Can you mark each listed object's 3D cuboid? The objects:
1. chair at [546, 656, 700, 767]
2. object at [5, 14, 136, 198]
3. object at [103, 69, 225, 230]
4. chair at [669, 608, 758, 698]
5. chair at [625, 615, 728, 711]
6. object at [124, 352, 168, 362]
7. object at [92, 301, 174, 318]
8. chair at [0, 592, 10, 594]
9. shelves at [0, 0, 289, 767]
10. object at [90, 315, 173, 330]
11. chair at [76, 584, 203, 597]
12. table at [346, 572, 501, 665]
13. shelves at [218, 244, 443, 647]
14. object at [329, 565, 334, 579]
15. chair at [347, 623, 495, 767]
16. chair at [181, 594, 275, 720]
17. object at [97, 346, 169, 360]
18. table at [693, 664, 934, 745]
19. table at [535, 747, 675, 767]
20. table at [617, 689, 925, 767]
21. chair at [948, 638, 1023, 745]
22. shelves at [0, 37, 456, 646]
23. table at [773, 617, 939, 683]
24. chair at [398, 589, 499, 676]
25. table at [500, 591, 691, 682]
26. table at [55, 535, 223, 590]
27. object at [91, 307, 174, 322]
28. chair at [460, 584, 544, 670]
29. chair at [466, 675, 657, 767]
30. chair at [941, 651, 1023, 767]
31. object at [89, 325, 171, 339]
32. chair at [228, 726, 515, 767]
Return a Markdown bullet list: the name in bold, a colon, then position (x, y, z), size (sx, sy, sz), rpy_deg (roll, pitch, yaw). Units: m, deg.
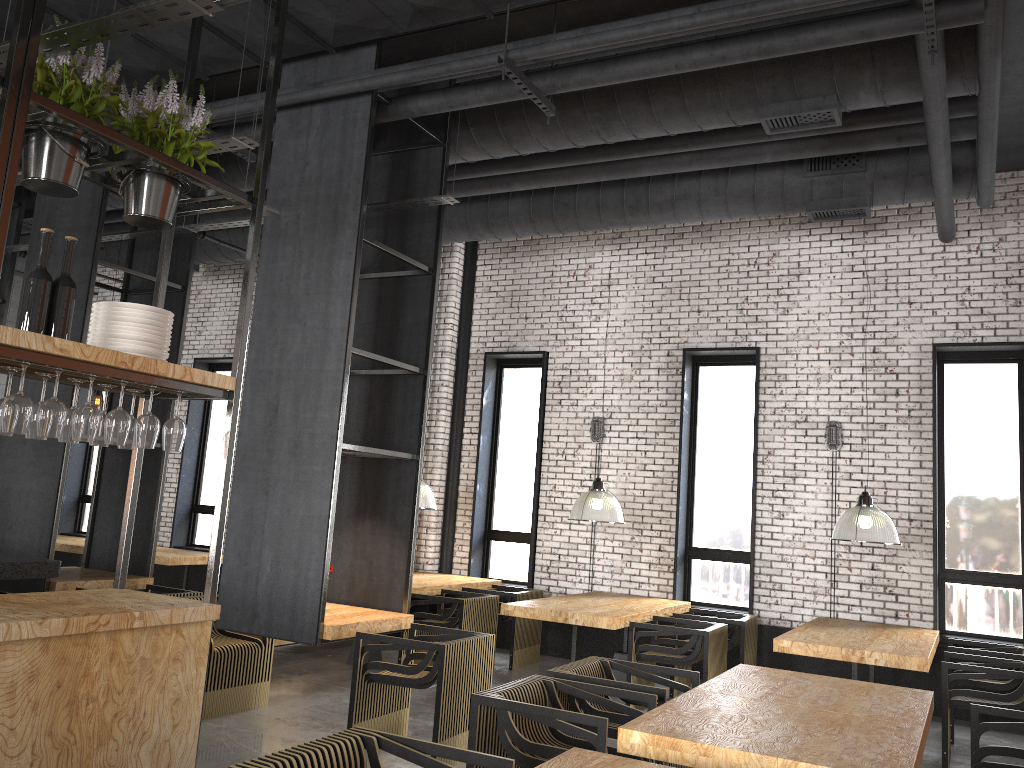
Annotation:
- **chair**: position (0.585, 1.901, 4.700), size (0.638, 0.732, 0.655), rpy_deg (0, -10, 27)
- **object**: position (-1.851, -1.064, 3.624), size (0.416, 0.561, 0.466), rpy_deg (-2, -11, 35)
- **object**: position (-1.598, -0.993, 3.998), size (0.416, 0.561, 0.466), rpy_deg (1, -9, 21)
- **chair**: position (1.832, 2.457, 8.019), size (0.638, 0.732, 0.655), rpy_deg (0, -9, 25)
- **chair**: position (1.332, 2.295, 7.123), size (0.638, 0.732, 0.655), rpy_deg (0, -10, 26)
- **object**: position (-1.679, -0.100, 3.866), size (0.334, 0.033, 0.334), rpy_deg (-2, -10, 36)
- **object**: position (-1.665, -0.308, 3.900), size (0.334, 0.039, 0.334), rpy_deg (4, -8, 2)
- **chair**: position (-4.499, 1.938, 7.578), size (0.638, 0.732, 0.655), rpy_deg (0, -10, 27)
- **shelves**: position (-2.269, -0.773, 2.641), size (0.690, 5.035, 3.648), rpy_deg (-1, -10, 27)
- **object**: position (-1.669, -0.251, 3.890), size (0.334, 0.041, 0.334), rpy_deg (5, -8, -3)
- **chair**: position (-2.867, 1.935, 6.721), size (0.638, 0.732, 0.655), rpy_deg (-1, -10, 29)
- **table**: position (-1.068, 2.359, 8.936), size (1.000, 0.766, 2.110), rpy_deg (0, -9, 27)
- **shelves**: position (-1.816, 0.219, 9.471), size (0.690, 5.035, 2.325), rpy_deg (-1, -10, 27)
- **object**: position (-1.317, 1.371, 6.087), size (0.156, 0.356, 0.170), rpy_deg (6, -9, -14)
- **chair**: position (-0.562, 1.939, 5.559), size (0.638, 0.732, 0.655), rpy_deg (0, -10, 26)
- **chair**: position (-2.181, 1.935, 6.365), size (0.638, 0.732, 0.655), rpy_deg (-1, -10, 30)
- **object**: position (-1.679, -0.120, 3.870), size (0.334, 0.046, 0.333), rpy_deg (3, -8, 8)
- **table**: position (1.498, 1.900, 4.348), size (1.000, 0.766, 0.993), rpy_deg (0, -9, 27)
- **table**: position (0.402, 1.530, 2.280), size (1.000, 0.766, 0.993), rpy_deg (0, -9, 27)
- **table**: position (1.042, 1.744, 3.472), size (1.000, 0.766, 0.993), rpy_deg (0, -9, 27)
- **chair**: position (3.799, 2.456, 6.999), size (0.638, 0.732, 0.655), rpy_deg (0, -10, 26)
- **shelves**: position (-3.472, -0.485, 7.545), size (6.147, 4.380, 1.000), rpy_deg (0, -10, 27)
- **table**: position (2.760, 2.357, 6.951), size (1.000, 0.766, 2.110), rpy_deg (0, -9, 27)
- **chair**: position (-0.577, 2.298, 8.124), size (0.638, 0.732, 0.655), rpy_deg (0, -10, 28)
- **table**: position (0.808, 2.358, 7.964), size (1.000, 0.766, 2.110), rpy_deg (0, -9, 27)
- **table**: position (-5.340, 2.327, 10.903), size (4.135, 0.766, 0.997), rpy_deg (0, -9, 27)
- **object**: position (-1.666, -0.289, 3.896), size (0.335, 0.039, 0.333), rpy_deg (4, -8, 3)
- **chair**: position (-0.121, 2.460, 9.043), size (0.638, 0.732, 0.655), rpy_deg (0, -10, 26)
- **chair**: position (0.227, 1.774, 3.982), size (0.638, 0.732, 0.655), rpy_deg (0, -10, 28)
- **chair**: position (3.317, 2.294, 6.094), size (0.638, 0.732, 0.655), rpy_deg (0, -10, 27)
- **object**: position (-1.672, -0.212, 3.884), size (0.334, 0.039, 0.334), rpy_deg (-2, -10, 35)
- **chair**: position (-0.442, 1.549, 2.726), size (0.638, 0.732, 0.655), rpy_deg (0, -10, 26)
